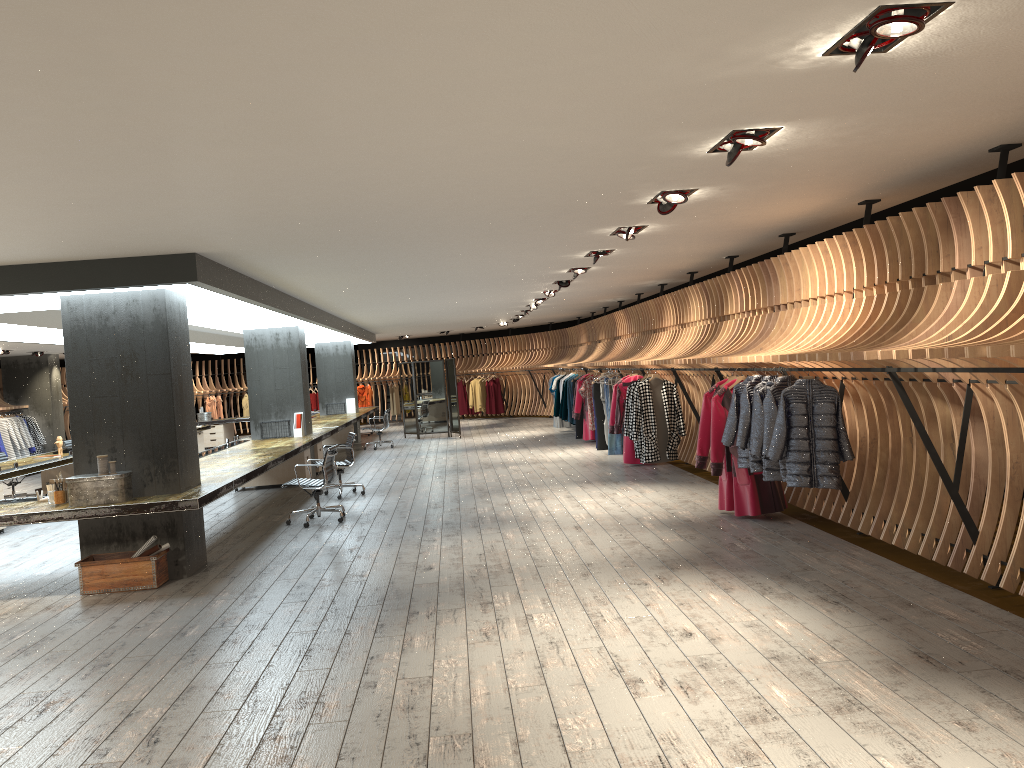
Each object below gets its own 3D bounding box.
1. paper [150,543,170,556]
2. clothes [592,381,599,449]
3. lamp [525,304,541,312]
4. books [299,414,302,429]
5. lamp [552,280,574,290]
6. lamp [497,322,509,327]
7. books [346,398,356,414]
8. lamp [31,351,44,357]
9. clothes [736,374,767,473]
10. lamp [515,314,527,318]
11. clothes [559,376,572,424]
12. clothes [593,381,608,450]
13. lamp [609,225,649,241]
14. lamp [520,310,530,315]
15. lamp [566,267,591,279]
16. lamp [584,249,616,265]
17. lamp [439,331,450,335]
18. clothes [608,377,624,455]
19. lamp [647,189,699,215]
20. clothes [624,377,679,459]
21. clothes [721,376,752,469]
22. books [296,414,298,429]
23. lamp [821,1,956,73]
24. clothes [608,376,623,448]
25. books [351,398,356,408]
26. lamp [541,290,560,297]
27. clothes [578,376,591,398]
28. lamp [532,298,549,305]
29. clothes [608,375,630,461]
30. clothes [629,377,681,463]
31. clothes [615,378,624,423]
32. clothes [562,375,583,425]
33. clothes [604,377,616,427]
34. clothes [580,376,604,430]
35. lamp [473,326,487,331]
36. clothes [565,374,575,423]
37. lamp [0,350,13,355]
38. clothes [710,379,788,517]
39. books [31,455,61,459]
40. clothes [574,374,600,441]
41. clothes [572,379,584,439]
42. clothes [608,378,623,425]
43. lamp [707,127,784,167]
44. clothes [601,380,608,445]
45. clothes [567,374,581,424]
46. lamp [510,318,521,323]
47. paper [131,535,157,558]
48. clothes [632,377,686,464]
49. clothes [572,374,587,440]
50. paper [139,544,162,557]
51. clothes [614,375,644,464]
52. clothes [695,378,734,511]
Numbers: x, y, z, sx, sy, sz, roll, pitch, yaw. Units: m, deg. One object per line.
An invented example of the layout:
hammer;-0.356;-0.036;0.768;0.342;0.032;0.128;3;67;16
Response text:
paper;-3.217;1.531;7.505;0.624;0.290;0.041;-5;0;-22
clothes;1.704;0.595;15.960;0.539;1.352;0.087;-4;0;36
lamp;0.415;-1.596;17.627;0.269;0.301;0.493;-4;1;-4
books;-3.414;0.662;14.337;0.048;0.368;0.215;-4;1;-4
lamp;0.737;-1.519;12.853;0.269;0.291;0.493;-4;1;-4
lamp;-0.226;-1.694;23.961;0.269;0.287;0.492;-5;1;-23
books;-3.965;0.542;21.815;0.215;0.368;0.073;-4;0;-4
lamp;-11.010;-0.781;20.548;0.269;0.292;0.493;-4;1;-4
clothes;2.190;0.344;7.714;0.501;0.854;0.245;-5;0;-20
lamp;0.199;-1.653;20.809;0.269;0.294;0.493;-4;1;-4
clothes;1.462;0.329;19.489;0.913;1.081;0.238;-4;0;1
clothes;1.736;0.597;15.759;0.539;1.352;0.087;-4;0;-4
lamp;1.060;-1.436;8.079;0.269;0.294;0.493;-4;1;-4
lamp;0.307;-1.630;19.218;0.269;0.286;0.493;-4;1;-4
lamp;0.845;-1.490;11.262;0.269;0.294;0.493;-4;1;-4
lamp;0.952;-1.462;9.670;0.269;0.295;0.493;-4;1;-4
lamp;-2.003;-1.611;26.554;0.492;0.294;0.269;-4;1;41
clothes;1.749;0.636;14.904;0.373;1.536;0.312;-4;0;7
lamp;1.168;-1.405;6.488;0.269;0.302;0.493;-4;1;-4
clothes;1.930;0.475;12.409;0.772;1.160;0.191;-4;0;17
clothes;2.200;0.351;7.995;0.745;0.854;0.166;-4;1;41
books;-3.458;0.666;14.335;0.048;0.368;0.215;-4;1;-4
lamp;1.383;-1.354;3.305;0.269;0.295;0.493;-4;1;-4
clothes;1.787;0.510;15.053;0.277;1.291;0.316;-5;0;-40
books;-3.969;0.541;21.885;0.215;0.368;0.047;-4;0;-4
lamp;0.629;-1.549;14.444;0.269;0.284;0.493;-4;1;-4
clothes;1.638;0.346;16.683;0.760;1.020;0.188;-4;0;-3
lamp;0.522;-1.571;16.035;0.269;0.296;0.493;-4;1;-4
clothes;1.873;0.515;13.462;0.839;1.312;0.321;-4;0;15
clothes;1.963;0.479;12.118;0.773;1.160;0.191;-4;0;-3
clothes;1.880;0.281;14.450;0.336;0.776;0.255;-4;0;12
clothes;1.493;0.334;19.135;0.914;1.081;0.238;-4;0;-4
clothes;1.748;0.623;15.197;0.277;1.542;0.316;-4;0;-5
clothes;1.638;0.349;16.460;0.760;1.030;0.179;-5;0;-18
lamp;-0.942;-1.668;25.378;0.269;0.292;0.492;-5;1;-36
clothes;1.488;0.304;19.259;0.715;1.088;0.257;-5;0;-8
lamp;-10.903;-0.757;18.957;0.269;0.286;0.493;-4;1;-4
clothes;2.287;0.599;8.388;0.840;1.317;0.318;-4;0;4
books;-7.261;1.136;13.818;0.366;0.026;0.213;-4;1;7
clothes;1.613;0.446;17.302;0.839;1.312;0.321;-4;0;5
clothes;1.541;0.554;18.348;0.539;1.352;0.087;-4;0;1
clothes;1.746;0.294;14.615;0.278;0.767;0.263;-4;0;4
lamp;1.275;-1.380;4.896;0.269;0.298;0.493;-4;1;-4
clothes;1.701;0.490;15.445;0.278;1.141;0.172;-4;0;3
clothes;1.518;0.311;18.822;0.715;1.088;0.257;-4;0;2
lamp;0.089;-1.682;22.400;0.269;0.291;0.492;-5;1;-8
paper;-3.218;1.505;7.445;0.572;0.460;0.043;-4;0;14
clothes;1.965;0.484;11.894;0.773;1.160;0.191;-5;0;-13
clothes;1.594;0.441;17.592;0.840;1.312;0.321;-4;0;-5
paper;-3.257;1.536;7.478;0.723;0.365;0.047;-4;0;16
clothes;1.894;0.520;13.174;0.839;1.312;0.321;-4;0;25
clothes;2.197;0.595;8.661;0.839;1.312;0.321;-4;0;25
